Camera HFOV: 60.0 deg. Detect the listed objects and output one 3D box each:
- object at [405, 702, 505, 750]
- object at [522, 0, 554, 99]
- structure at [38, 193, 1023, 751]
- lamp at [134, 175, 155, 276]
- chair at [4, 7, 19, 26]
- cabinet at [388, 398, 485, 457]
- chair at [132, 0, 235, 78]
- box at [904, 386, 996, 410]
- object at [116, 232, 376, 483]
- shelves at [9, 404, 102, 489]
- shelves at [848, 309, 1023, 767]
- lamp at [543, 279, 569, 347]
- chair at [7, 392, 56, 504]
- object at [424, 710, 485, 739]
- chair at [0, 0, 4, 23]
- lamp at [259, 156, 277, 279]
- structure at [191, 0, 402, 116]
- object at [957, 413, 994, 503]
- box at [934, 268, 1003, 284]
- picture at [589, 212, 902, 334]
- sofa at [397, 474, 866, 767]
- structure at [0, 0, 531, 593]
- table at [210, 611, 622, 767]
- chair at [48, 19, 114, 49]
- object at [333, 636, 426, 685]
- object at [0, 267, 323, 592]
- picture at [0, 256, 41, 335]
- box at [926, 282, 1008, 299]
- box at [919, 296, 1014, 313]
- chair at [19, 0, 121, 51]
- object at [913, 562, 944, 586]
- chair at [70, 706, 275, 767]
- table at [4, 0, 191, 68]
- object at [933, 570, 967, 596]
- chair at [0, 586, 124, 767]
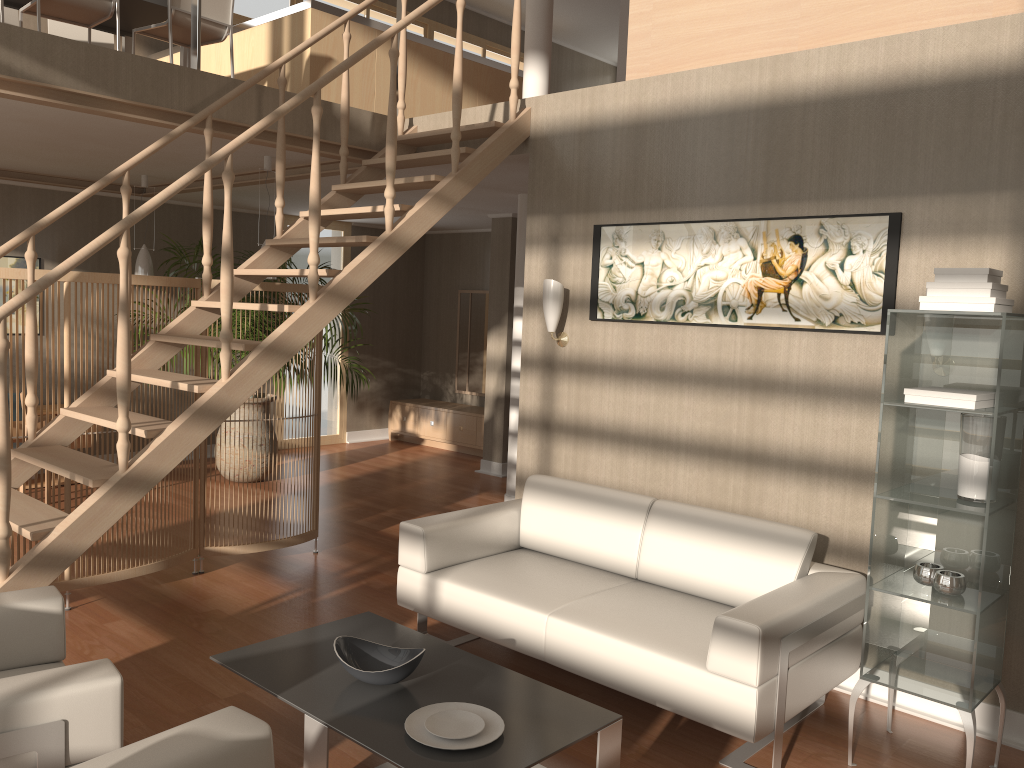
[{"bbox_3d":[-0.169,1.016,2.622,0.294,0.020,0.294,4,5,14],"label":"object"},{"bbox_3d":[0.210,-2.908,6.520,0.200,2.400,0.200,7,7,42],"label":"object"},{"bbox_3d":[0.212,-0.191,5.683,8.342,2.533,10.775,7,7,42],"label":"structure"},{"bbox_3d":[-2.914,-1.249,7.030,0.139,0.800,0.139,4,5,17],"label":"lamp"},{"bbox_3d":[-3.321,-2.181,5.737,0.496,0.796,0.430,6,6,37],"label":"chair"},{"bbox_3d":[-0.531,0.486,9.601,1.911,0.458,0.500,7,7,42],"label":"cabinet"},{"bbox_3d":[-2.017,-2.102,5.429,0.496,0.796,0.430,6,6,37],"label":"chair"},{"bbox_3d":[1.494,0.046,3.006,0.232,0.047,0.232,-2,7,-43],"label":"box"},{"bbox_3d":[-2.264,-0.114,7.531,2.109,2.304,2.157,5,6,31],"label":"object"},{"bbox_3d":[-4.029,0.517,6.676,0.658,0.590,1.600,7,7,42],"label":"shelves"},{"bbox_3d":[1.485,0.553,3.063,0.400,1.600,0.403,7,7,42],"label":"shelves"},{"bbox_3d":[0.227,-0.372,4.674,0.112,0.353,0.153,7,7,42],"label":"lamp"},{"bbox_3d":[-3.565,0.457,6.157,0.582,0.856,0.509,2,5,-8],"label":"chair"},{"bbox_3d":[-0.169,1.013,2.622,0.178,0.020,0.178,2,5,-8],"label":"object"},{"bbox_3d":[-2.964,-2.072,4.626,0.496,0.796,0.430,7,7,42],"label":"chair"},{"bbox_3d":[-1.618,-1.096,5.853,0.139,0.800,0.139,1,5,-12],"label":"lamp"},{"bbox_3d":[-3.057,-2.196,5.454,3.475,0.900,3.300,7,7,42],"label":"structure"},{"bbox_3d":[1.577,0.249,2.998,0.129,0.291,0.129,4,5,14],"label":"object"},{"bbox_3d":[1.526,-0.359,2.966,0.168,0.047,0.168,7,7,42],"label":"box"},{"bbox_3d":[0.979,-0.508,4.066,1.531,0.487,0.018,7,7,42],"label":"picture"},{"bbox_3d":[0.432,0.884,3.750,1.781,0.740,0.905,7,7,42],"label":"sofa"},{"bbox_3d":[-1.360,-0.643,4.080,1.000,3.578,3.150,7,7,42],"label":"structure"},{"bbox_3d":[-0.361,1.138,2.943,1.260,0.293,0.700,7,7,42],"label":"table"},{"bbox_3d":[-2.943,-2.202,6.163,0.430,0.796,0.496,-1,6,-38],"label":"chair"},{"bbox_3d":[-0.442,0.925,2.943,0.317,0.125,0.223,4,5,14],"label":"object"},{"bbox_3d":[-1.919,0.215,4.582,2.229,1.542,0.233,-2,7,-43],"label":"object"},{"bbox_3d":[-4.331,-0.698,6.832,0.010,0.633,1.317,7,7,42],"label":"picture"},{"bbox_3d":[1.524,-0.312,2.971,0.200,0.047,0.200,7,7,42],"label":"box"},{"bbox_3d":[1.523,-0.265,2.973,0.232,0.047,0.232,7,7,42],"label":"box"},{"bbox_3d":[-2.543,-2.093,5.078,0.430,0.796,0.496,-2,7,-43],"label":"chair"},{"bbox_3d":[1.465,0.670,3.115,0.103,0.066,0.103,0,6,-28],"label":"object"},{"bbox_3d":[-0.611,1.030,1.539,0.900,0.740,0.905,6,6,37],"label":"chair"},{"bbox_3d":[-3.027,-2.115,5.451,0.900,0.740,1.800,7,7,42],"label":"table"},{"bbox_3d":[1.490,0.679,3.021,0.103,0.066,0.103,0,6,-28],"label":"object"},{"bbox_3d":[-1.619,0.920,2.353,0.905,0.740,0.900,-1,6,-38],"label":"chair"}]
